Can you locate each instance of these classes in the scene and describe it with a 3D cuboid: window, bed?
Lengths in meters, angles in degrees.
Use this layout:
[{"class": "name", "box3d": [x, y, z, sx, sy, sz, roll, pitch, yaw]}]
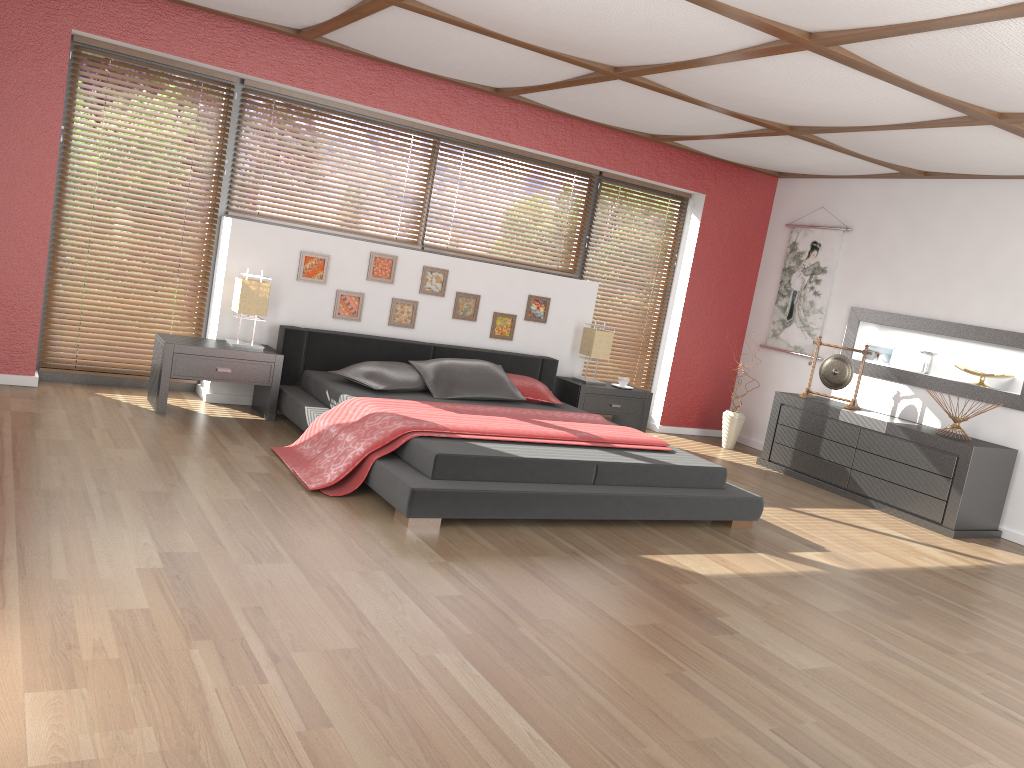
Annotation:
[{"class": "window", "box3d": [0.941, -0.742, 7.685, 0.889, 1.893, 0.020, 6, 9, -31]}, {"class": "window", "box3d": [-0.629, -1.437, 6.615, 2.817, 0.786, 0.020, 6, 9, -31]}, {"class": "window", "box3d": [-2.391, -1.071, 5.683, 0.889, 1.893, 0.020, 6, 9, -31]}, {"class": "bed", "box3d": [-0.197, 0.198, 5.364, 2.469, 0.577, 2.413, 6, 9, -31]}]

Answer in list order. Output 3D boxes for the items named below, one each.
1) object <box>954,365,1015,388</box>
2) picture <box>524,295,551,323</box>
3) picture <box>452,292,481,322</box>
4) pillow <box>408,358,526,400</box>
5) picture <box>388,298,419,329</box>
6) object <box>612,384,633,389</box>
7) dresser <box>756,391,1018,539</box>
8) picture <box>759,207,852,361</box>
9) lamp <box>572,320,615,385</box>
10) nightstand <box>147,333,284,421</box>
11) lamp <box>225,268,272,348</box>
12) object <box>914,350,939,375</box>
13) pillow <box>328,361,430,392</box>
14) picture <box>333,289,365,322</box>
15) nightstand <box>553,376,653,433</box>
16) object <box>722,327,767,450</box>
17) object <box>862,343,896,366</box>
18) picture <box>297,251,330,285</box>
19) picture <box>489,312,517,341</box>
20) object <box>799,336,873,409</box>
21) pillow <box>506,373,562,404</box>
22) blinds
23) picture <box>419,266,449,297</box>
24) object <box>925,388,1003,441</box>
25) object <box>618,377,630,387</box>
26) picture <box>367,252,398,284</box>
[{"class": "object", "box3d": [3.355, -0.041, 6.324, 0.181, 0.116, 0.350, 4, 10, -41]}, {"class": "picture", "box3d": [0.199, -0.580, 6.877, 0.200, 0.200, 0.010, 6, 9, -31]}, {"class": "picture", "box3d": [-0.337, -0.572, 6.570, 0.200, 0.200, 0.010, 6, 9, -31]}, {"class": "pillow", "box3d": [-0.289, -0.039, 5.937, 0.744, 0.241, 0.386, 5, 9, -35]}, {"class": "picture", "box3d": [-0.775, -0.504, 6.333, 0.200, 0.200, 0.010, 6, 9, -31]}, {"class": "object", "box3d": [0.877, 0.021, 7.056, 0.179, 0.012, 0.179, 9, 7, -6]}, {"class": "dresser", "box3d": [2.675, 0.542, 6.511, 0.540, 0.608, 1.740, 6, 9, -31]}, {"class": "picture", "box3d": [2.511, -0.882, 7.588, 0.028, 1.270, 0.701, 6, 9, -31]}, {"class": "lamp", "box3d": [0.652, -0.258, 6.973, 0.200, 0.480, 0.200, 6, 9, -31]}, {"class": "nightstand", "box3d": [-1.849, -0.040, 5.532, 0.700, 0.423, 0.413, 6, 9, -31]}, {"class": "lamp", "box3d": [-1.652, -0.486, 5.589, 0.200, 0.480, 0.200, 6, 9, -31]}, {"class": "object", "box3d": [3.145, -0.161, 6.727, 0.159, 0.171, 0.159, 12, 8, 18]}, {"class": "pillow", "box3d": [-0.778, -0.049, 5.754, 0.418, 0.172, 0.745, 15, 9, 34]}, {"class": "picture", "box3d": [-1.126, -0.540, 6.122, 0.200, 0.200, 0.010, 6, 9, -31]}, {"class": "nightstand", "box3d": [0.693, 0.211, 7.060, 0.700, 0.423, 0.413, 6, 9, -31]}, {"class": "object", "box3d": [1.903, 0.044, 7.578, 0.364, 1.035, 0.422, 15, 9, 34]}, {"class": "object", "box3d": [2.916, -0.238, 7.054, 0.226, 0.146, 0.041, 16, 9, 38]}, {"class": "picture", "box3d": [-1.330, -0.779, 5.947, 0.200, 0.200, 0.010, 6, 9, -31]}, {"class": "picture", "box3d": [-0.066, -0.439, 6.757, 0.200, 0.200, 0.010, 6, 9, -31]}, {"class": "object", "box3d": [2.506, -0.096, 6.852, 0.173, 0.498, 0.490, 2, 11, -46]}, {"class": "pillow", "box3d": [-0.026, 0.018, 6.267, 0.745, 0.172, 0.418, 9, 8, -12]}, {"class": "blinds", "box3d": [-0.699, -0.858, 6.630, 4.840, 1.952, 0.032, 6, 9, -31]}, {"class": "picture", "box3d": [-0.562, -0.739, 6.400, 0.200, 0.200, 0.010, 6, 9, -31]}, {"class": "object", "box3d": [3.012, 0.218, 5.982, 0.481, 0.282, 0.481, 14, 8, 25]}, {"class": "object", "box3d": [0.883, -0.010, 7.052, 0.099, 0.069, 0.099, 9, 7, -6]}, {"class": "picture", "box3d": [-0.905, -0.808, 6.186, 0.200, 0.200, 0.010, 6, 9, -31]}]
